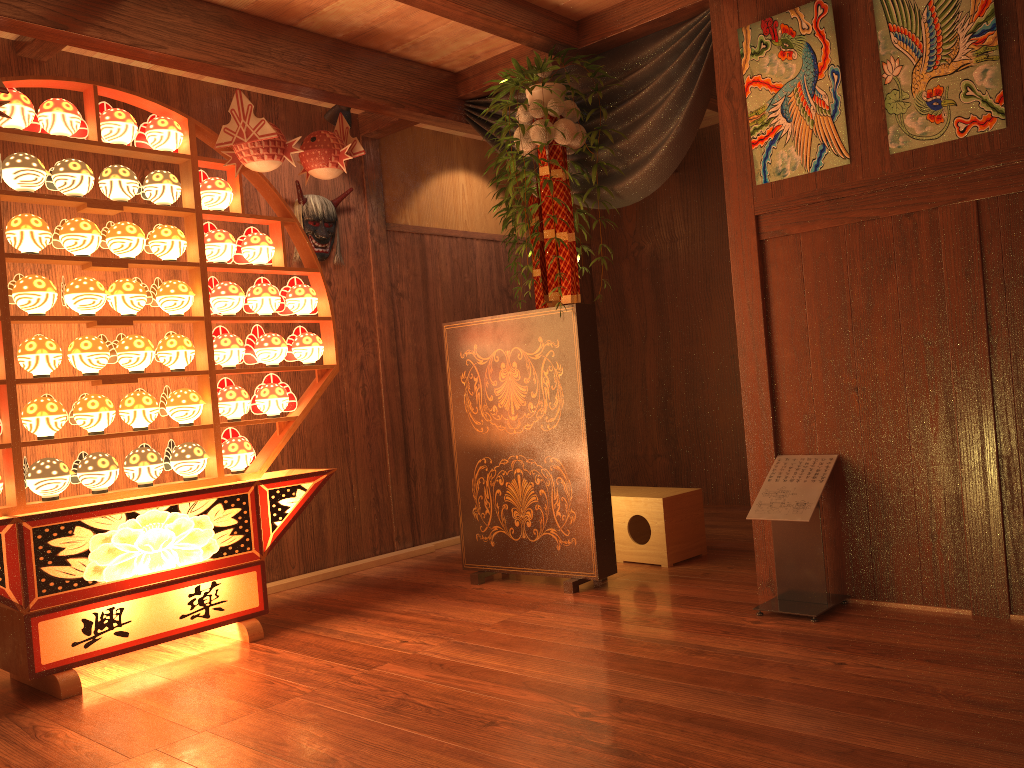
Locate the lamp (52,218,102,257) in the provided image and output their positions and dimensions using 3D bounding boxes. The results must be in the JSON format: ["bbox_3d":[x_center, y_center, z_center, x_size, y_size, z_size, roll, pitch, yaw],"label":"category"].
[{"bbox_3d":[-1.609,-0.550,3.312,0.153,0.161,0.142,-5,0,22],"label":"lamp"}]

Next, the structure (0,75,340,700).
[{"bbox_3d":[-1.518,-0.046,3.370,0.473,2.195,2.029,-5,0,42],"label":"structure"}]

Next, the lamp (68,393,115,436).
[{"bbox_3d":[-1.558,0.110,3.307,0.151,0.161,0.144,-5,0,42],"label":"lamp"}]

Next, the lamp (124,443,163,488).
[{"bbox_3d":[-1.431,0.316,3.433,0.142,0.167,0.153,-5,0,-18],"label":"lamp"}]

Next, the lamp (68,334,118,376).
[{"bbox_3d":[-1.589,-0.109,3.305,0.137,0.161,0.160,-5,0,17],"label":"lamp"}]

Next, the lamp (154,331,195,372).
[{"bbox_3d":[-1.350,-0.134,3.557,0.144,0.173,0.152,-5,0,-33],"label":"lamp"}]

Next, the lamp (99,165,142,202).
[{"bbox_3d":[-1.528,-0.780,3.429,0.141,0.167,0.155,-5,0,-8],"label":"lamp"}]

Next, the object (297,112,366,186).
[{"bbox_3d":[-0.825,-1.052,3.868,0.355,0.318,0.235,-5,0,37],"label":"object"}]

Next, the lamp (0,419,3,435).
[{"bbox_3d":[-1.853,0.114,2.983,0.205,0.200,0.153,-5,0,-23],"label":"lamp"}]

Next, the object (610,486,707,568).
[{"bbox_3d":[0.415,0.733,4.746,0.337,0.330,1.246,-5,0,-44],"label":"object"}]

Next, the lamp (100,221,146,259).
[{"bbox_3d":[-1.495,-0.562,3.438,0.153,0.167,0.142,-5,0,22],"label":"lamp"}]

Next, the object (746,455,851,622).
[{"bbox_3d":[1.059,0.559,3.290,0.242,0.560,0.311,-5,0,42],"label":"object"}]

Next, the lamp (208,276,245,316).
[{"bbox_3d":[-1.199,-0.374,3.746,0.153,0.187,0.194,-5,0,22],"label":"lamp"}]

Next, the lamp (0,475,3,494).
[{"bbox_3d":[-1.814,0.332,3.013,0.152,0.197,0.200,-5,0,32],"label":"lamp"}]

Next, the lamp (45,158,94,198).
[{"bbox_3d":[-1.634,-0.769,3.302,0.152,0.161,0.143,-5,0,32],"label":"lamp"}]

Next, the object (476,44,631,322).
[{"bbox_3d":[0.198,-0.893,3.941,0.689,1.260,0.587,-5,0,31],"label":"object"}]

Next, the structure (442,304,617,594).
[{"bbox_3d":[0.069,0.298,4.109,0.774,1.250,0.280,-5,0,37],"label":"structure"}]

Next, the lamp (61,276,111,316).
[{"bbox_3d":[-1.591,-0.330,3.319,0.160,0.161,0.136,-5,0,-18],"label":"lamp"}]

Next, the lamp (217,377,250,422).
[{"bbox_3d":[-1.176,0.063,3.730,0.192,0.194,0.152,-5,0,-38],"label":"lamp"}]

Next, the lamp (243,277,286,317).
[{"bbox_3d":[-1.087,-0.385,3.872,0.185,0.191,0.154,-5,0,-18],"label":"lamp"}]

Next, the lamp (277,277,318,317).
[{"bbox_3d":[-0.953,-0.400,4.015,0.207,0.200,0.152,-5,0,-33],"label":"lamp"}]

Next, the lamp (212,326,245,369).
[{"bbox_3d":[-1.197,-0.157,3.727,0.196,0.195,0.152,-5,0,-38],"label":"lamp"}]

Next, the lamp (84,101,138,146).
[{"bbox_3d":[-1.530,-1.017,3.438,0.152,0.200,0.206,-5,0,32],"label":"lamp"}]

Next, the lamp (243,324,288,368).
[{"bbox_3d":[-1.054,-0.171,3.886,0.153,0.200,0.206,-5,0,27],"label":"lamp"}]

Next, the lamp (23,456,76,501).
[{"bbox_3d":[-1.659,0.335,3.185,0.160,0.167,0.136,-5,0,-18],"label":"lamp"}]

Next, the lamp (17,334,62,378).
[{"bbox_3d":[-1.697,-0.103,3.177,0.143,0.167,0.152,-5,0,-28],"label":"lamp"}]

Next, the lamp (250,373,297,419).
[{"bbox_3d":[-1.052,0.050,3.870,0.203,0.200,0.154,-5,0,-13],"label":"lamp"}]

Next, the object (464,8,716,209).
[{"bbox_3d":[0.343,-1.171,4.087,1.449,0.751,0.098,-5,0,42],"label":"object"}]

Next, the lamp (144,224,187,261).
[{"bbox_3d":[-1.383,-0.573,3.559,0.144,0.173,0.151,-5,0,-43],"label":"lamp"}]

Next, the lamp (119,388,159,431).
[{"bbox_3d":[-1.449,0.098,3.433,0.142,0.167,0.153,-5,0,-18],"label":"lamp"}]

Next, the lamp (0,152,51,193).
[{"bbox_3d":[-1.752,-0.762,3.191,0.162,0.167,0.135,-5,0,-33],"label":"lamp"}]

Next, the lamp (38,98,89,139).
[{"bbox_3d":[-1.682,-0.994,3.276,0.173,0.179,0.153,-5,0,-18],"label":"lamp"}]

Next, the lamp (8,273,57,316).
[{"bbox_3d":[-1.709,-0.323,3.178,0.153,0.167,0.142,-5,0,22],"label":"lamp"}]

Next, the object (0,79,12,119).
[{"bbox_3d":[-1.791,-0.975,2.809,0.208,0.306,0.360,-5,0,42],"label":"object"}]

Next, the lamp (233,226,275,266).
[{"bbox_3d":[-1.109,-0.607,3.864,0.195,0.195,0.152,-5,0,-33],"label":"lamp"}]

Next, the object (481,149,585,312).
[{"bbox_3d":[0.109,-0.883,4.961,0.526,1.260,0.765,-5,0,28],"label":"object"}]

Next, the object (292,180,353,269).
[{"bbox_3d":[-1.014,-0.834,4.738,0.133,0.453,0.376,-5,0,42],"label":"object"}]

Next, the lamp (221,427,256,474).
[{"bbox_3d":[-1.162,0.280,3.731,0.201,0.197,0.152,-5,0,-33],"label":"lamp"}]

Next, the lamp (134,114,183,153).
[{"bbox_3d":[-1.404,-1.021,3.576,0.196,0.188,0.151,-5,0,-43],"label":"lamp"}]

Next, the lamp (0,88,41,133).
[{"bbox_3d":[-1.786,-0.997,3.157,0.207,0.200,0.152,-5,0,-38],"label":"lamp"}]

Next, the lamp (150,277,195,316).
[{"bbox_3d":[-1.355,-0.355,3.575,0.155,0.173,0.141,-5,0,12],"label":"lamp"}]

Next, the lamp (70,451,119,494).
[{"bbox_3d":[-1.542,0.328,3.308,0.153,0.161,0.142,-5,0,22],"label":"lamp"}]

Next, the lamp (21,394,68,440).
[{"bbox_3d":[-1.683,0.117,3.175,0.142,0.167,0.153,-5,0,-18],"label":"lamp"}]

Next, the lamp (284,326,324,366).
[{"bbox_3d":[-0.927,-0.178,4.024,0.189,0.192,0.152,-5,0,-38],"label":"lamp"}]

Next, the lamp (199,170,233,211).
[{"bbox_3d":[-1.247,-0.819,3.732,0.153,0.200,0.206,-5,0,27],"label":"lamp"}]

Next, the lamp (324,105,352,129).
[{"bbox_3d":[-0.846,-1.331,4.321,0.140,0.177,0.169,-5,0,-28],"label":"lamp"}]

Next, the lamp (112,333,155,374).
[{"bbox_3d":[-1.459,-0.122,3.437,0.152,0.167,0.143,-5,0,27],"label":"lamp"}]

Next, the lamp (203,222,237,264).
[{"bbox_3d":[-1.232,-0.599,3.727,0.152,0.200,0.207,-5,0,42],"label":"lamp"}]

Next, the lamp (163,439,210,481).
[{"bbox_3d":[-1.300,0.303,3.580,0.156,0.173,0.140,-5,0,7],"label":"lamp"}]

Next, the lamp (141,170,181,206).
[{"bbox_3d":[-1.405,-0.793,3.555,0.144,0.173,0.152,-5,0,-33],"label":"lamp"}]

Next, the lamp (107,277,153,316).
[{"bbox_3d":[-1.499,-0.340,3.430,0.138,0.167,0.158,-5,0,7],"label":"lamp"}]

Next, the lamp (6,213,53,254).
[{"bbox_3d":[-1.738,-0.542,3.173,0.142,0.167,0.153,-5,0,-18],"label":"lamp"}]

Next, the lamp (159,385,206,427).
[{"bbox_3d":[-1.316,0.084,3.577,0.156,0.173,0.140,-5,0,7],"label":"lamp"}]

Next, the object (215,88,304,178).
[{"bbox_3d":[-1.040,-1.022,3.629,0.357,0.314,0.246,-5,0,19],"label":"object"}]
